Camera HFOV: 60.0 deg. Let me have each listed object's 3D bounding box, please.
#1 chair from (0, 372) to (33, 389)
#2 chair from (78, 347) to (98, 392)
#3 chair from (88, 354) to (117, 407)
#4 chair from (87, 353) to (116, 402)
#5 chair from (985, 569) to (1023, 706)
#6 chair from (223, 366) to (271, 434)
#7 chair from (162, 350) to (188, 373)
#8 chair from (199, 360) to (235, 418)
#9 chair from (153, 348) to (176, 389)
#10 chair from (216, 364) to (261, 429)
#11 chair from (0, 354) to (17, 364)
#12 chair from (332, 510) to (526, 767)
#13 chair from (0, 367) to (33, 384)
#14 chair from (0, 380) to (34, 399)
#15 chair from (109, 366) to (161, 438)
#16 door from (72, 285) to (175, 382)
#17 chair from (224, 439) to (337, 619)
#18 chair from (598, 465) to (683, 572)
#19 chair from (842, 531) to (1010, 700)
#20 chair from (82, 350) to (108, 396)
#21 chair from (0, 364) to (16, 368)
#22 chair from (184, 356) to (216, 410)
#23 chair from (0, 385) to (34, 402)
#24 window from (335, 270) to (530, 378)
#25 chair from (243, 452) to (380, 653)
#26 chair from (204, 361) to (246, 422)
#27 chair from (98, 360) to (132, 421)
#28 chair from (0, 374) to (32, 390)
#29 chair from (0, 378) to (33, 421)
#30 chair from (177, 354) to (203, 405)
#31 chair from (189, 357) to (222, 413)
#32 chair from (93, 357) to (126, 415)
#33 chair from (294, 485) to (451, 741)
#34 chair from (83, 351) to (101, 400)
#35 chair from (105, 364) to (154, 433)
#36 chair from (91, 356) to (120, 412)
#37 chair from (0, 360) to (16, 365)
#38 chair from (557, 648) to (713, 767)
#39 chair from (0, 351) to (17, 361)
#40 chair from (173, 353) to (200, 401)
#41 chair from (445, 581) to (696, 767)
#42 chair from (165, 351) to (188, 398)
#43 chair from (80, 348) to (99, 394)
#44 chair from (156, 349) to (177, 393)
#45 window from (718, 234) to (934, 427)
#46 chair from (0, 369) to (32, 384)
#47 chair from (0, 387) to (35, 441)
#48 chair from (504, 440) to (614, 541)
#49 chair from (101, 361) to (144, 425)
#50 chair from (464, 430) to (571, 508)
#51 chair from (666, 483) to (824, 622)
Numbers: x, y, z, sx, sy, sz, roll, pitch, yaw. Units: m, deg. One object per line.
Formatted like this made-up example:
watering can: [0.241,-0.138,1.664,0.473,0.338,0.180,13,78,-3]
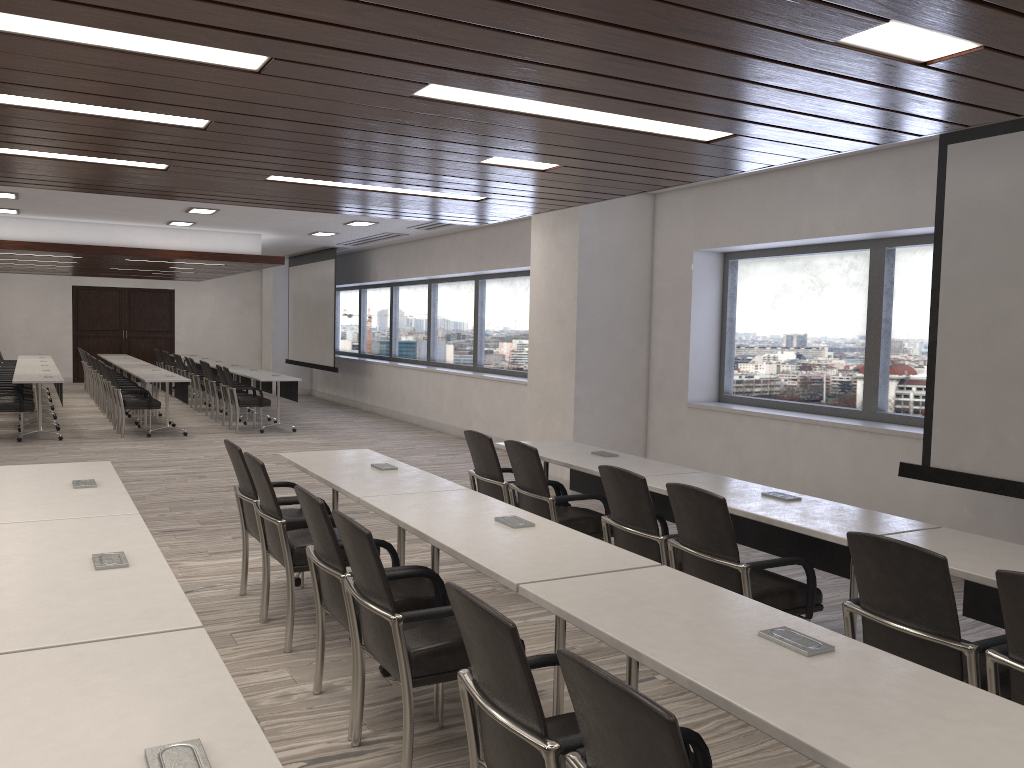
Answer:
chair: [-8.164,0.004,14.435,0.638,0.939,0.513,-1,4,-28]
chair: [-9.024,-0.319,19.166,0.638,0.939,0.513,-1,4,-29]
chair: [-7.322,-0.079,16.046,0.638,0.939,0.513,-1,4,-29]
chair: [-7.563,-0.114,16.510,0.638,0.939,0.513,-1,4,-29]
chair: [1.745,0.996,2.589,0.638,0.939,0.513,-1,4,-29]
chair: [-3.827,0.214,12.763,0.638,0.939,0.513,-1,4,-28]
chair: [-6.986,-0.231,18.558,0.638,0.939,0.513,-1,4,-28]
chair: [-4.790,0.076,14.564,0.638,0.939,0.513,-1,4,-29]
chair: [-7.703,-0.333,19.884,0.638,0.939,0.513,-1,4,-28]
chair: [-4.076,0.179,13.221,0.638,0.939,0.513,-1,4,-29]
chair: [-10.098,-0.269,17.985,0.638,0.939,0.513,-1,4,-29]
chair: [-0.310,0.909,3.194,0.638,0.939,0.513,-1,4,-29]
chair: [-8.891,-0.099,15.781,0.638,0.939,0.513,-1,4,-29]
chair: [-7.192,0.141,12.658,0.638,0.939,0.513,-1,4,-29]
chair: [-5.129,0.229,12.049,0.638,0.939,0.513,-1,4,-29]
door: [-9.581,-1.221,21.945,2.329,2.323,0.200,-1,4,-29]
chair: [-1.282,0.771,4.998,0.638,0.939,0.513,-1,4,-29]
chair: [0.762,0.859,4.382,0.638,0.939,0.513,-1,4,-28]
chair: [1.482,0.961,3.042,0.638,0.939,0.513,-1,4,-28]
chair: [-8.287,-0.216,17.842,0.638,0.939,0.513,-1,4,-28]
chair: [-9.378,-0.166,16.650,0.638,0.939,0.513,-1,4,-29]
chair: [-5.527,-0.026,15.885,0.638,0.939,0.513,-1,4,-28]
chair: [-6.715,0.208,11.778,0.638,0.939,0.513,-1,4,-29]
window: [-1.314,-1.011,14.640,0.118,1.419,10.452,-1,4,-29]
chair: [-1.032,0.806,4.535,0.638,0.939,0.513,-1,4,-29]
chair: [-4.556,0.111,14.098,0.638,0.939,0.513,-1,4,-28]
chair: [-6.103,0.091,13.840,0.638,0.939,0.513,-1,4,-29]
chair: [-7.922,0.039,13.977,0.638,0.939,0.513,-1,4,-28]
chair: [-7.446,0.105,13.125,0.638,0.939,0.513,-1,4,-28]
chair: [-5.994,-0.093,16.760,0.638,0.939,0.513,-1,4,-29]
chair: [-5.278,0.010,15.424,0.638,0.939,0.513,-1,4,-28]
chair: [-6.590,0.024,14.713,0.638,0.939,0.513,-1,4,-28]
chair: [-0.559,0.874,3.654,0.638,0.939,0.513,-1,4,-29]
chair: [-8.045,-0.181,17.384,0.638,0.939,0.513,-1,4,-29]
chair: [-5.394,0.193,12.510,0.638,0.939,0.513,-1,4,-29]
chair: [-6.840,-0.011,15.164,0.638,0.939,0.513,-1,4,-28]
chair: [-9.630,-0.202,17.110,0.638,0.939,0.513,-1,4,-28]
chair: [0.431,1.011,1.874,0.638,0.939,0.513,-1,4,-30]
chair: [-10.351,-0.304,18.442,0.638,0.939,0.513,-1,4,-28]
chair: [-6.240,-0.128,17.224,0.638,0.939,0.513,-1,4,-30]
chair: [0.161,0.975,2.330,0.638,0.939,0.513,-1,4,-28]
chair: [-6.733,-0.195,18.090,0.638,0.939,0.513,-1,4,-29]
chair: [-8.762,-0.284,18.720,0.638,0.939,0.513,-1,4,-28]
chair: [-7.461,-0.298,19.423,0.638,0.939,0.513,-1,4,-28]
window: [3.711,-0.303,5.433,0.118,1.419,6.968,-1,4,-29]
chair: [-8.655,-0.064,15.313,0.638,0.939,0.513,-1,4,-28]
chair: [-6.457,0.243,11.325,0.638,0.939,0.513,-1,4,-28]
chair: [0.290,0.791,5.256,0.638,0.939,0.513,-1,4,-28]
chair: [-5.855,0.126,13.385,0.638,0.939,0.513,-1,4,-30]
chair: [0.027,0.757,5.705,0.638,0.939,0.513,-1,4,-28]
chair: [1.016,0.894,3.926,0.638,0.939,0.513,-1,4,-28]
